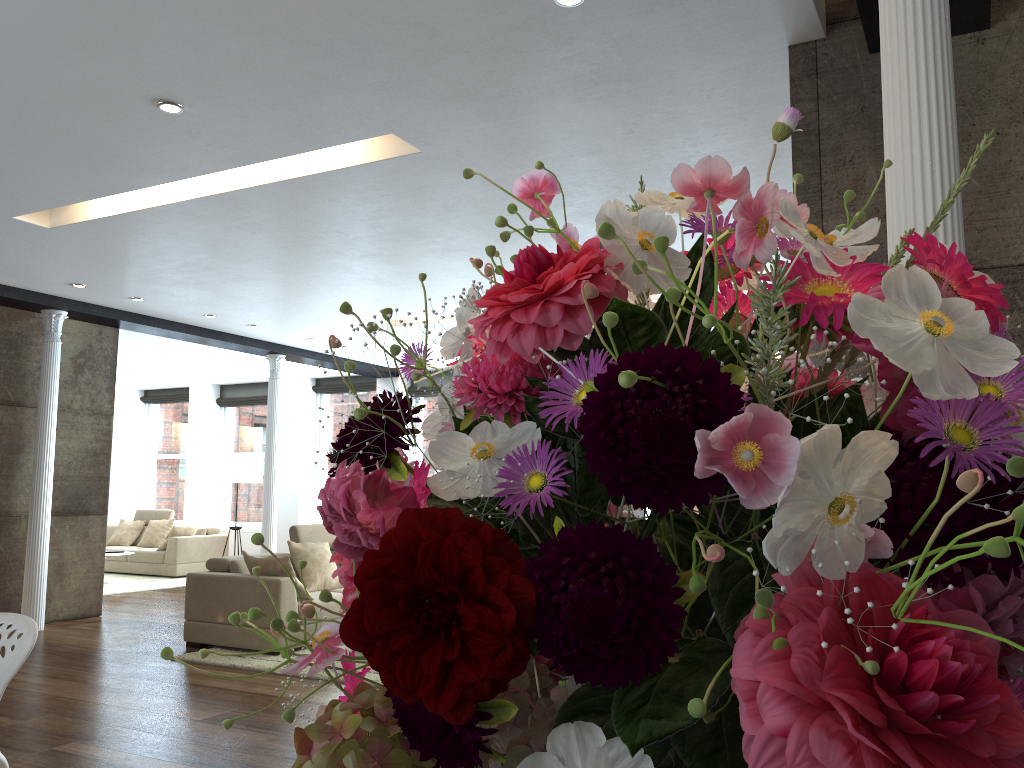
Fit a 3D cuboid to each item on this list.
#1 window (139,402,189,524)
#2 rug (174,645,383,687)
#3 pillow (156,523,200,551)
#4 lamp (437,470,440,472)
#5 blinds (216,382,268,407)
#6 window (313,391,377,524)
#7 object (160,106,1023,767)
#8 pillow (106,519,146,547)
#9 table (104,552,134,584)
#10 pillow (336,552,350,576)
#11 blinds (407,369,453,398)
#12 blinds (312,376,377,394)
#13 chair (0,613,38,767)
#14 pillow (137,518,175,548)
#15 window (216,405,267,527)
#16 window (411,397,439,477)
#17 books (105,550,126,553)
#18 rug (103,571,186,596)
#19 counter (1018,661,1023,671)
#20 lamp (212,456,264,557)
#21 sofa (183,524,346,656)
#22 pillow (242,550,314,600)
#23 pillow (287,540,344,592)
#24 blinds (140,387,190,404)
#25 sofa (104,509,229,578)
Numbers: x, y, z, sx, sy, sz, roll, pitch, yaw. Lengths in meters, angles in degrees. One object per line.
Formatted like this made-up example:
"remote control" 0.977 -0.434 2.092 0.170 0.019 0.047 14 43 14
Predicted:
"window" -5.857 1.273 15.272 1.444 2.400 0.123 -3 -8 28
"rug" -0.238 2.202 7.766 2.972 0.020 4.231 -3 -8 28
"pillow" -4.827 2.212 12.849 0.395 0.393 0.518 -3 -8 24
"lamp" -0.623 1.732 11.014 0.698 1.728 0.698 6 -9 -38
"blinds" -4.293 0.169 14.507 1.342 0.393 0.156 -3 -8 28
"window" -2.442 1.079 13.478 1.391 2.400 0.123 -3 -8 28
"object" 0.118 0.119 0.611 0.570 0.552 0.544 -4 -8 34
"pillow" -5.946 2.295 13.692 0.519 0.416 0.368 -3 -8 23
"table" -5.527 2.432 11.663 1.022 0.393 1.022 3 -7 -18
"pillow" -1.424 1.682 8.395 0.368 0.416 0.519 -4 -8 32
"blinds" -0.870 -0.028 12.691 1.431 0.395 0.183 -3 -8 28
"blinds" -2.465 0.006 13.553 1.396 0.275 0.156 -3 -8 28
"chair" -1.828 1.161 2.716 0.495 0.835 0.581 -3 -8 28
"pillow" -5.388 2.255 13.414 0.534 0.439 0.301 -3 -8 24
"window" -4.271 1.183 14.439 1.345 2.400 0.123 -3 -8 28
"window" -0.841 0.987 12.636 1.432 2.400 0.123 -3 -8 28
"books" -5.396 2.255 11.946 0.220 0.010 0.300 -6 -9 43
"rug" -6.231 2.718 12.348 4.231 0.020 2.972 -3 -8 28
"counter" 0.232 0.413 0.582 1.000 0.040 3.700 -3 -8 28
"lamp" -3.972 1.922 12.774 0.698 1.728 0.698 6 -9 -38
"sofa" -1.597 1.759 8.055 1.021 0.950 2.581 -3 -8 28
"pillow" -1.872 1.529 7.074 0.518 0.393 0.395 -4 -8 31
"pillow" -1.727 1.603 7.854 0.301 0.439 0.534 -4 -8 31
"blinds" -5.877 0.200 15.347 1.442 0.275 0.156 -3 -8 28
"sofa" -5.619 2.395 13.506 2.581 0.950 1.018 -3 -8 28
